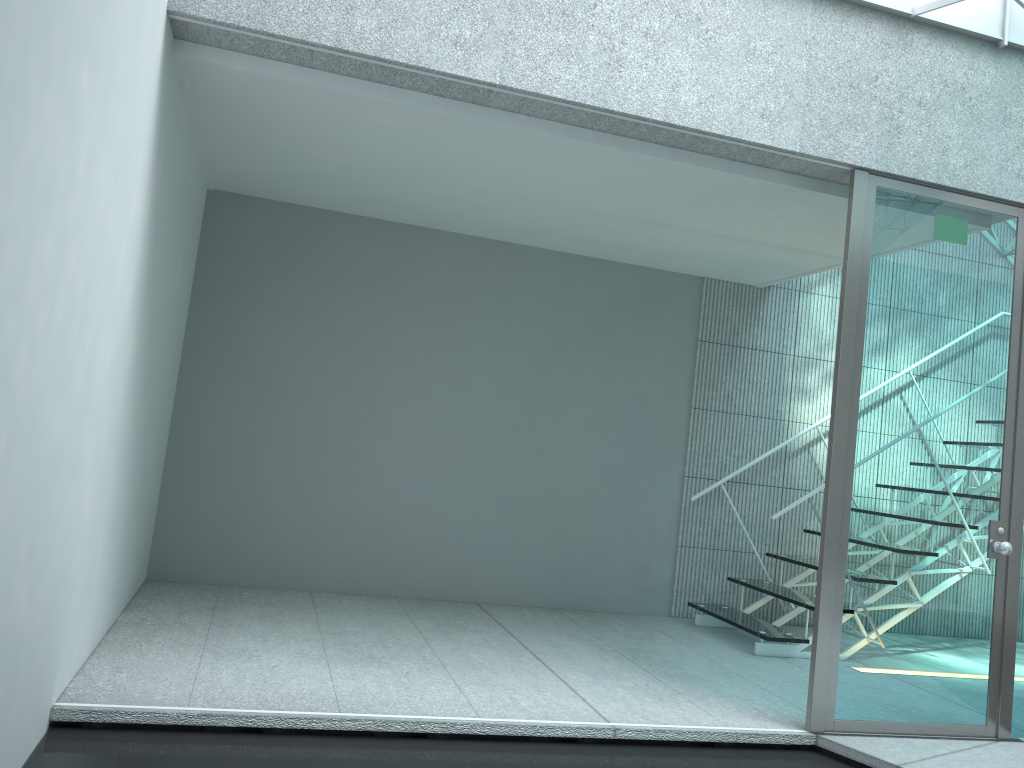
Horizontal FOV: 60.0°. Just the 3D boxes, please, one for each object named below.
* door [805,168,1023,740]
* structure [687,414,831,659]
[{"bbox_3d":[1.577,0.254,3.302,0.864,2.071,0.076,8,-6,-15],"label":"door"},{"bbox_3d":[3.108,-1.454,4.861,3.291,6.028,1.906,8,-6,-15],"label":"structure"}]
